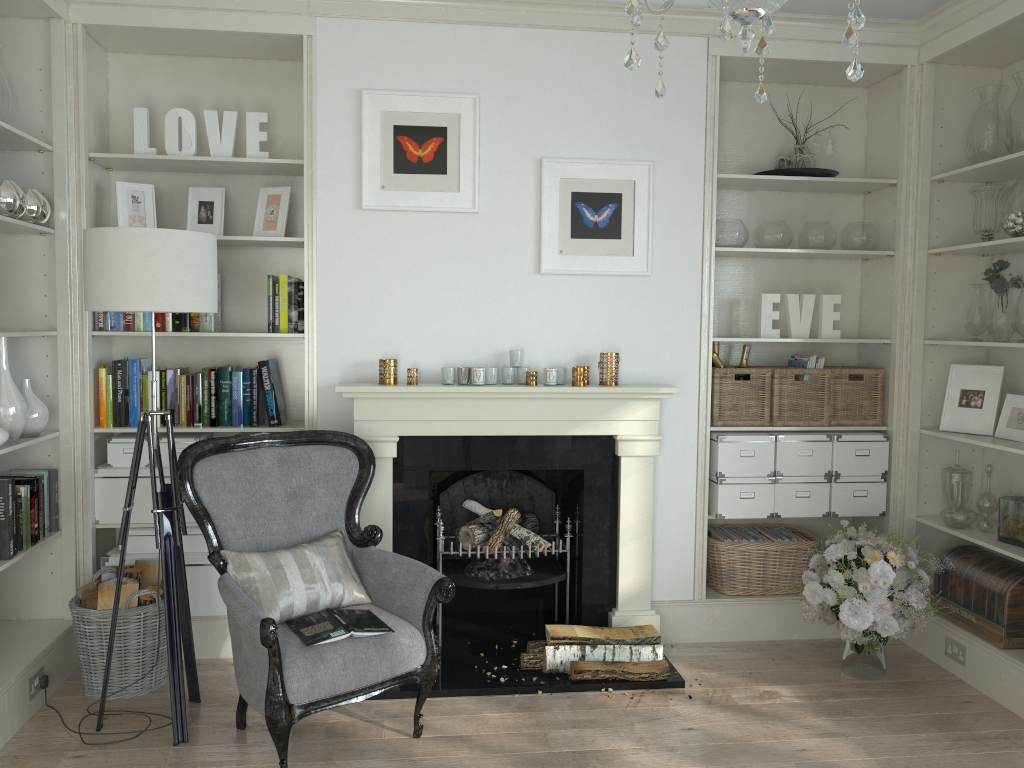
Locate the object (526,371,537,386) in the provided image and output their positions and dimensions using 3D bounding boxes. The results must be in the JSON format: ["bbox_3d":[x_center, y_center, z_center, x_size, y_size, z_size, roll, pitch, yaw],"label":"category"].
[{"bbox_3d":[0.083,-0.023,3.761,0.050,0.058,0.052,3,4,30],"label":"object"}]

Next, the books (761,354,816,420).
[{"bbox_3d":[1.299,0.011,4.227,0.205,0.306,0.221,0,4,-7],"label":"books"}]

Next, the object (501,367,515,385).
[{"bbox_3d":[-0.017,-0.035,3.811,0.060,0.073,0.060,-3,5,-41],"label":"object"}]

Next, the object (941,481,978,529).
[{"bbox_3d":[1.965,0.529,3.892,0.148,0.200,0.148,-2,5,-39],"label":"object"}]

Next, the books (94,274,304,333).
[{"bbox_3d":[-1.338,-0.381,3.912,0.919,0.301,0.209,0,4,-6],"label":"books"}]

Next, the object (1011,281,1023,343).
[{"bbox_3d":[2.108,-0.295,3.633,0.110,0.251,0.110,-2,5,-35],"label":"object"}]

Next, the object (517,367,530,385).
[{"bbox_3d":[0.049,-0.035,3.821,0.060,0.073,0.060,-3,5,-41],"label":"object"}]

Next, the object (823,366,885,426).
[{"bbox_3d":[1.601,0.053,4.299,0.276,0.270,0.275,0,4,-7],"label":"object"}]

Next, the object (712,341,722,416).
[{"bbox_3d":[0.976,-0.025,4.271,0.095,0.377,0.095,3,4,29],"label":"object"}]

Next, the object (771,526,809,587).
[{"bbox_3d":[1.332,0.832,4.283,0.088,0.238,0.274,0,4,-7],"label":"object"}]

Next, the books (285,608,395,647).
[{"bbox_3d":[-0.579,0.805,2.980,0.304,0.046,0.224,-2,4,-32],"label":"books"}]

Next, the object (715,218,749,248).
[{"bbox_3d":[1.009,-0.695,4.136,0.185,0.140,0.185,2,4,13],"label":"object"}]

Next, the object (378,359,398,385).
[{"bbox_3d":[-0.521,-0.051,3.727,0.080,0.104,0.080,-2,5,-39],"label":"object"}]

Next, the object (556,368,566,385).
[{"bbox_3d":[0.203,-0.033,3.822,0.060,0.073,0.060,-3,5,-41],"label":"object"}]

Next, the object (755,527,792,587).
[{"bbox_3d":[1.251,0.831,4.274,0.088,0.238,0.274,0,4,-7],"label":"object"}]

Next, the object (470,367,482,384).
[{"bbox_3d":[-0.157,-0.036,3.798,0.060,0.073,0.060,-3,5,-41],"label":"object"}]

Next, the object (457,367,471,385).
[{"bbox_3d":[-0.202,-0.033,3.749,0.060,0.073,0.060,-3,5,-41],"label":"object"}]

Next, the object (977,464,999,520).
[{"bbox_3d":[2.120,0.491,3.948,0.088,0.271,0.088,1,4,-2],"label":"object"}]

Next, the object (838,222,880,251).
[{"bbox_3d":[1.650,-0.693,4.214,0.185,0.140,0.185,2,4,13],"label":"object"}]

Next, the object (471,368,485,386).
[{"bbox_3d":[-0.142,-0.031,3.723,0.060,0.073,0.060,-3,5,-41],"label":"object"}]

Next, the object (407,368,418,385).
[{"bbox_3d":[-0.419,-0.030,3.717,0.047,0.068,0.054,2,4,20],"label":"object"}]

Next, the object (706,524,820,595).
[{"bbox_3d":[1.171,0.843,4.266,0.554,0.263,0.408,0,4,-6],"label":"object"}]

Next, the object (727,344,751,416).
[{"bbox_3d":[1.090,-0.011,4.287,0.127,0.361,0.094,0,4,-7],"label":"object"}]

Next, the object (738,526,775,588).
[{"bbox_3d":[1.166,0.831,4.263,0.088,0.238,0.274,0,4,-7],"label":"object"}]

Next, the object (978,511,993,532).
[{"bbox_3d":[2.030,0.591,3.803,0.056,0.090,0.056,2,4,24],"label":"object"}]

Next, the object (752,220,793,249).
[{"bbox_3d":[1.222,-0.694,4.162,0.185,0.140,0.185,2,4,13],"label":"object"}]

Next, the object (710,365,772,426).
[{"bbox_3d":[1.046,0.052,4.221,0.276,0.270,0.275,0,4,-7],"label":"object"}]

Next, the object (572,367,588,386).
[{"bbox_3d":[0.283,-0.031,3.759,0.060,0.079,0.060,-2,5,-35],"label":"object"}]

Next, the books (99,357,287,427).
[{"bbox_3d":[-1.394,0.030,3.918,0.763,0.302,0.215,0,4,-6],"label":"books"}]

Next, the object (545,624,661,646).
[{"bbox_3d":[0.374,1.055,3.657,0.459,0.083,0.150,0,4,-5],"label":"object"}]

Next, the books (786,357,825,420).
[{"bbox_3d":[1.339,0.021,4.233,0.205,0.306,0.221,0,4,-7],"label":"books"}]

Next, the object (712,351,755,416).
[{"bbox_3d":[1.035,0.011,4.157,0.284,0.332,0.095,-1,4,-28],"label":"object"}]

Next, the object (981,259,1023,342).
[{"bbox_3d":[2.097,-0.358,3.799,0.166,0.355,0.206,3,5,32],"label":"object"}]

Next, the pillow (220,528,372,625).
[{"bbox_3d":[-0.744,0.685,3.098,0.210,0.263,0.547,4,5,44],"label":"pillow"}]

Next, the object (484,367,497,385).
[{"bbox_3d":[-0.092,-0.033,3.767,0.060,0.073,0.060,2,4,16],"label":"object"}]

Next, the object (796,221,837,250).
[{"bbox_3d":[1.436,-0.693,4.188,0.185,0.140,0.185,2,4,13],"label":"object"}]

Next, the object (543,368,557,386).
[{"bbox_3d":[0.163,-0.030,3.771,0.060,0.073,0.060,-3,5,-41],"label":"object"}]

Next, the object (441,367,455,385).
[{"bbox_3d":[-0.270,-0.034,3.750,0.060,0.073,0.060,-3,5,-41],"label":"object"}]

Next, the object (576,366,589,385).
[{"bbox_3d":[0.306,-0.036,3.842,0.060,0.079,0.060,-2,5,-39],"label":"object"}]

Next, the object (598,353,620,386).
[{"bbox_3d":[0.420,-0.064,3.831,0.087,0.140,0.090,3,4,31],"label":"object"}]

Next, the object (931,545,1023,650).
[{"bbox_3d":[2.023,0.873,3.697,0.290,0.297,0.475,0,4,-7],"label":"object"}]

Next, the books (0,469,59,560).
[{"bbox_3d":[-1.929,0.472,3.389,0.205,0.291,0.465,0,4,-7],"label":"books"}]

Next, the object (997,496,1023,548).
[{"bbox_3d":[2.103,0.567,3.492,0.171,0.180,0.387,0,4,-7],"label":"object"}]

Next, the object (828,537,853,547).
[{"bbox_3d":[1.609,0.854,4.280,0.135,0.248,0.135,0,4,-17],"label":"object"}]

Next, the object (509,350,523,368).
[{"bbox_3d":[0.018,-0.108,3.813,0.060,0.073,0.060,-3,5,-41],"label":"object"}]

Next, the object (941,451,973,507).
[{"bbox_3d":[2.020,0.461,4.032,0.129,0.315,0.129,1,4,-2],"label":"object"}]

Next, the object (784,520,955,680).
[{"bbox_3d":[1.482,0.895,3.706,0.544,0.643,0.570,0,4,-16],"label":"object"}]

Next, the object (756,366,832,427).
[{"bbox_3d":[1.326,0.054,4.235,0.276,0.270,0.275,0,4,-7],"label":"object"}]

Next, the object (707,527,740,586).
[{"bbox_3d":[1.010,0.830,4.252,0.088,0.238,0.274,0,4,-7],"label":"object"}]

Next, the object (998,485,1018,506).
[{"bbox_3d":[2.182,0.538,3.885,0.094,0.188,0.094,3,5,35],"label":"object"}]

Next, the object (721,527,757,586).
[{"bbox_3d":[1.084,0.831,4.253,0.088,0.238,0.274,0,4,-7],"label":"object"}]

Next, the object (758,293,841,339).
[{"bbox_3d":[1.356,-0.319,4.179,0.393,0.207,0.039,0,4,-7],"label":"object"}]

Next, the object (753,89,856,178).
[{"bbox_3d":[1.361,-1.192,4.160,0.457,0.485,0.399,3,5,33],"label":"object"}]
